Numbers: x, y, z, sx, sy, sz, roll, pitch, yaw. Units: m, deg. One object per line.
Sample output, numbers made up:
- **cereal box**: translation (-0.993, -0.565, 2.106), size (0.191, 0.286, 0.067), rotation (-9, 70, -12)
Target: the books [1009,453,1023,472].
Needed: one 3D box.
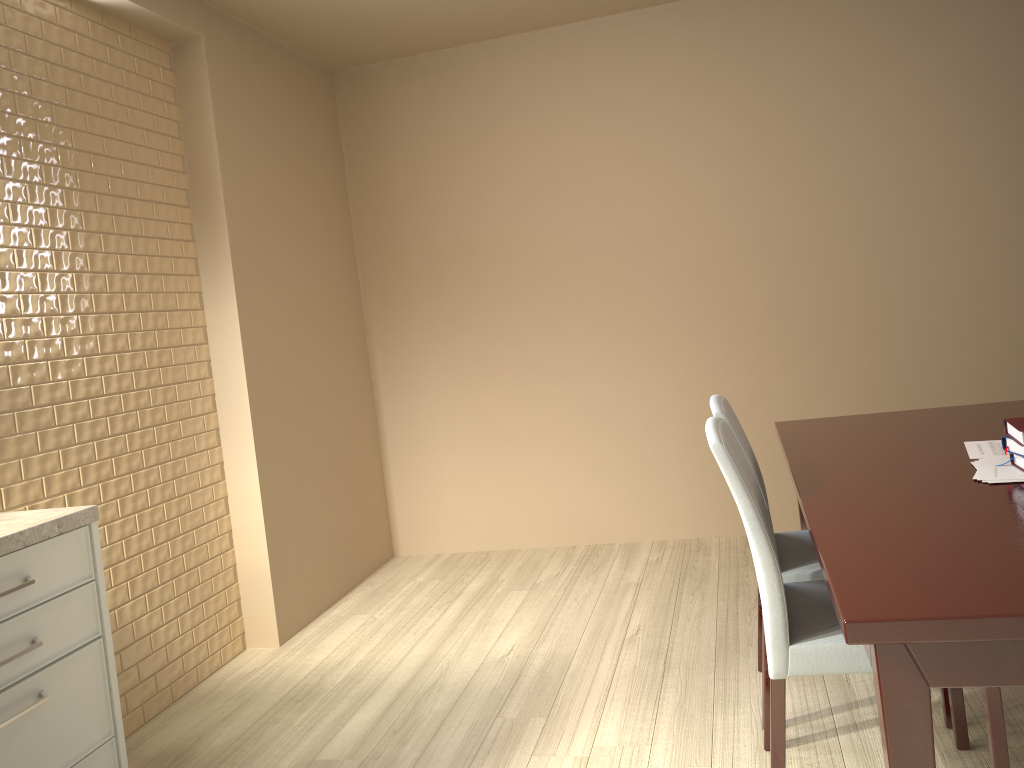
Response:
- **books**: translation (1.107, 0.150, 1.747), size (0.182, 0.032, 0.165), rotation (-6, 4, 14)

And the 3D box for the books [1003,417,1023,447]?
- **books**: translation (1.089, 0.088, 1.748), size (0.182, 0.032, 0.165), rotation (-6, 4, 19)

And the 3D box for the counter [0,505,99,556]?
- **counter**: translation (-1.432, 0.425, 0.965), size (0.521, 0.035, 2.208), rotation (-6, 4, 14)

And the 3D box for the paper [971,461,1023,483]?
- **paper**: translation (1.095, 0.167, 1.768), size (0.289, 0.001, 0.211), rotation (-6, 5, 19)

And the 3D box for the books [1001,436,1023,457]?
- **books**: translation (1.099, 0.118, 1.747), size (0.182, 0.032, 0.165), rotation (-7, 4, 4)

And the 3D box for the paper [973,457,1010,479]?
- **paper**: translation (1.095, 0.167, 1.768), size (0.289, 0.001, 0.211), rotation (-4, 5, 34)

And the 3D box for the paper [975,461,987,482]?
- **paper**: translation (1.095, 0.168, 1.768), size (0.289, 0.001, 0.211), rotation (-5, 5, 24)

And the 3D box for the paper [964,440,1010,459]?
- **paper**: translation (1.188, 0.141, 1.995), size (0.289, 0.001, 0.211), rotation (-5, 5, 24)

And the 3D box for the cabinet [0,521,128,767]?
- **cabinet**: translation (-1.419, 0.828, 0.985), size (0.636, 0.792, 2.229), rotation (-7, 4, 14)

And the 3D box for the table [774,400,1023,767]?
- **table**: translation (1.035, 0.511, 1.892), size (0.749, 0.679, 1.766), rotation (-7, 4, 14)

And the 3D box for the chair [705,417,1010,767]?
- **chair**: translation (0.728, 0.470, 1.925), size (0.504, 0.827, 0.401), rotation (-7, 1, 14)

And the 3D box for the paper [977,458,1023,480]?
- **paper**: translation (1.095, 0.166, 1.768), size (0.289, 0.001, 0.211), rotation (-5, 5, 29)

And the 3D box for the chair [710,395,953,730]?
- **chair**: translation (0.837, 0.423, 2.368), size (0.504, 0.827, 0.401), rotation (-7, 1, 14)
